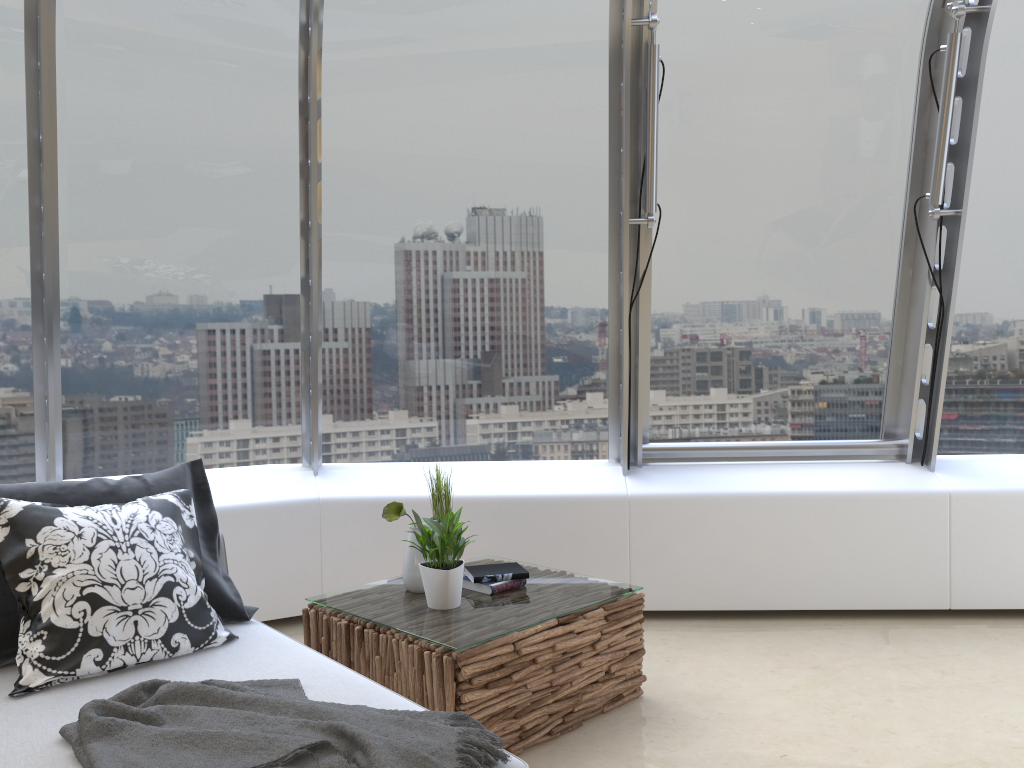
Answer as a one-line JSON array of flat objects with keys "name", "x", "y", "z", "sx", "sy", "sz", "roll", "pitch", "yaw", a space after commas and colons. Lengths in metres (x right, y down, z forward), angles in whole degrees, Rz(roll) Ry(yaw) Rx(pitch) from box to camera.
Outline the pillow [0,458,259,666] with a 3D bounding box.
[{"name": "pillow", "x": -1.407, "y": 0.557, "z": 2.876, "sx": 1.070, "sy": 0.597, "sz": 0.510, "roll": -3, "pitch": 2, "yaw": -40}]

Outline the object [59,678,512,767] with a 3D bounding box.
[{"name": "object", "x": -0.480, "y": 0.899, "z": 1.997, "sx": 0.825, "sy": 0.359, "sz": 1.024, "roll": -3, "pitch": 2, "yaw": -41}]

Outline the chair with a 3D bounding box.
[{"name": "chair", "x": -1.012, "y": 0.927, "z": 2.387, "sx": 1.176, "sy": 0.690, "sz": 2.068, "roll": -3, "pitch": 2, "yaw": -39}]

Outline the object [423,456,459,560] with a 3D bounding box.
[{"name": "object", "x": -0.291, "y": 0.539, "z": 3.603, "sx": 0.153, "sy": 0.511, "sz": 0.150, "roll": -3, "pitch": 2, "yaw": -41}]

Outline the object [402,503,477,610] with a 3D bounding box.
[{"name": "object", "x": -0.256, "y": 0.623, "z": 3.222, "sx": 0.284, "sy": 0.369, "sz": 0.215, "roll": 0, "pitch": 2, "yaw": 23}]

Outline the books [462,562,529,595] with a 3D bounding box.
[{"name": "books", "x": -0.067, "y": 0.762, "z": 3.474, "sx": 0.265, "sy": 0.063, "sz": 0.246, "roll": -2, "pitch": 2, "yaw": -23}]

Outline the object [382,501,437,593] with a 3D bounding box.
[{"name": "object", "x": -0.393, "y": 0.618, "z": 3.391, "sx": 0.152, "sy": 0.370, "sz": 0.297, "roll": 0, "pitch": 2, "yaw": 35}]

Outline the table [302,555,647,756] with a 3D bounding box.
[{"name": "table", "x": -0.134, "y": 1.014, "z": 3.388, "sx": 1.007, "sy": 0.436, "sz": 0.923, "roll": -3, "pitch": 3, "yaw": -45}]

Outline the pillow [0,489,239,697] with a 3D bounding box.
[{"name": "pillow", "x": -1.191, "y": 0.577, "z": 2.663, "sx": 0.431, "sy": 0.528, "sz": 0.683, "roll": 1, "pitch": 3, "yaw": 45}]
